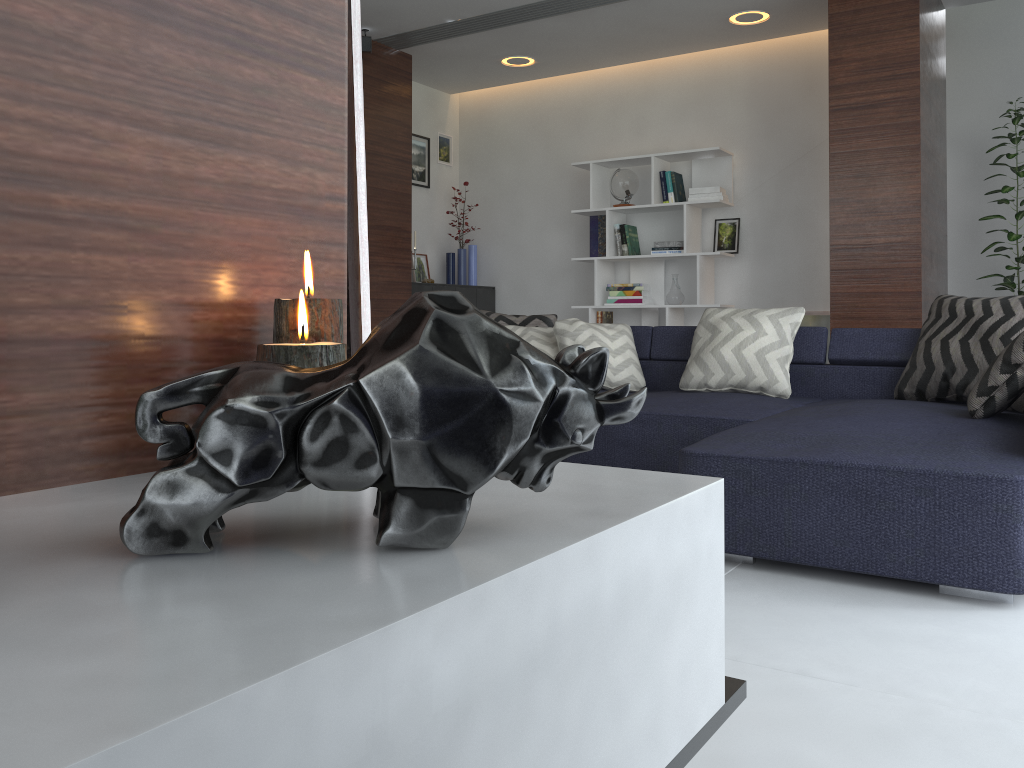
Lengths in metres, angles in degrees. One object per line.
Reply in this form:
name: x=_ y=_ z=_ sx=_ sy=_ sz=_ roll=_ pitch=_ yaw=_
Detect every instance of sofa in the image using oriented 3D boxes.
sofa: x=0.579 y=0.087 z=3.388 sx=2.874 sy=0.608 sz=1.902 roll=3 pitch=4 yaw=33

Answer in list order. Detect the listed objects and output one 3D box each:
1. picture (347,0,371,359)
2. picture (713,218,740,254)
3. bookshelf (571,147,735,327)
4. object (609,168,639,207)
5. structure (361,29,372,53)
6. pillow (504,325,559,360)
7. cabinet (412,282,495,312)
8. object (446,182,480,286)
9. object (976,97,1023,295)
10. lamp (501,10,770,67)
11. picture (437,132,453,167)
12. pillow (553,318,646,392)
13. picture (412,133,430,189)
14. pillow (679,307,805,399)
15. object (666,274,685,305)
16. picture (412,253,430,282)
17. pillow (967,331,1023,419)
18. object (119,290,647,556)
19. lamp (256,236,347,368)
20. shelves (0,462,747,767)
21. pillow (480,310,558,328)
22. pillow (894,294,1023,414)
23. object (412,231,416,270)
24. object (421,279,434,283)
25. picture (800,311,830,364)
picture: x=-0.382 y=-0.302 z=1.137 sx=0.500 sy=0.701 sz=0.053 roll=0 pitch=-1 yaw=33
picture: x=1.519 y=-1.045 z=6.255 sx=0.182 sy=0.256 sz=0.059 roll=0 pitch=0 yaw=33
bookshelf: x=1.008 y=-0.736 z=6.427 sx=1.150 sy=1.821 sz=0.300 roll=0 pitch=-1 yaw=33
object: x=0.821 y=-1.403 z=6.510 sx=0.220 sy=0.383 sz=0.235 roll=0 pitch=0 yaw=-37
structure: x=-0.973 y=-2.265 z=5.858 sx=0.084 sy=0.142 sz=0.114 roll=0 pitch=1 yaw=-7
pillow: x=0.161 y=-0.141 z=4.340 sx=0.416 sy=0.294 sz=0.330 roll=0 pitch=2 yaw=-5
cabinet: x=-0.605 y=-0.489 z=6.964 sx=0.398 sy=0.584 sz=1.132 roll=0 pitch=3 yaw=33
object: x=-0.424 y=-1.238 z=7.334 sx=0.272 sy=0.861 sz=0.270 roll=0 pitch=-1 yaw=-43
object: x=2.742 y=-0.629 z=4.766 sx=0.483 sy=1.846 sz=0.502 roll=0 pitch=-1 yaw=1
lamp: x=-2.983 y=-2.230 z=4.876 sx=9.585 sy=0.084 sz=5.355 roll=1 pitch=4 yaw=19
picture: x=-0.563 y=-1.967 z=7.407 sx=0.015 sy=0.258 sz=0.202 roll=-1 pitch=0 yaw=33
pillow: x=0.414 y=-0.140 z=4.209 sx=0.418 sy=0.351 sz=0.280 roll=0 pitch=1 yaw=-14
picture: x=-0.759 y=-1.796 z=7.098 sx=0.017 sy=0.413 sz=0.311 roll=-1 pitch=0 yaw=33
pillow: x=1.021 y=-0.147 z=3.892 sx=0.495 sy=0.388 sz=0.343 roll=1 pitch=2 yaw=33
object: x=1.160 y=-0.670 z=6.283 sx=0.132 sy=0.220 sz=0.132 roll=0 pitch=0 yaw=39
picture: x=-0.731 y=-0.918 z=7.087 sx=0.059 sy=0.256 sz=0.202 roll=0 pitch=1 yaw=33
pillow: x=1.636 y=-0.064 z=2.841 sx=0.286 sy=0.345 sz=0.415 roll=1 pitch=2 yaw=38
object: x=-0.071 y=0.017 z=0.545 sx=0.311 sy=0.150 sz=0.137 roll=-1 pitch=1 yaw=-10
lamp: x=-0.187 y=-0.031 z=0.798 sx=0.077 sy=0.211 sz=0.153 roll=0 pitch=1 yaw=-9
shelves: x=-1.016 y=0.306 z=1.051 sx=2.350 sy=0.499 sz=0.874 roll=3 pitch=4 yaw=33
pillow: x=0.026 y=-0.192 z=4.545 sx=0.415 sy=0.386 sz=0.221 roll=0 pitch=0 yaw=3
pillow: x=1.802 y=-0.092 z=3.387 sx=0.355 sy=0.518 sz=0.598 roll=0 pitch=2 yaw=-27
object: x=-0.777 y=-0.972 z=6.654 sx=0.101 sy=0.426 sz=0.101 roll=0 pitch=-1 yaw=16
object: x=-0.655 y=-0.797 z=6.881 sx=0.099 sy=0.046 sz=0.104 roll=-1 pitch=3 yaw=-11
picture: x=2.020 y=-0.138 z=5.909 sx=0.500 sy=0.699 sz=0.083 roll=0 pitch=-1 yaw=33
